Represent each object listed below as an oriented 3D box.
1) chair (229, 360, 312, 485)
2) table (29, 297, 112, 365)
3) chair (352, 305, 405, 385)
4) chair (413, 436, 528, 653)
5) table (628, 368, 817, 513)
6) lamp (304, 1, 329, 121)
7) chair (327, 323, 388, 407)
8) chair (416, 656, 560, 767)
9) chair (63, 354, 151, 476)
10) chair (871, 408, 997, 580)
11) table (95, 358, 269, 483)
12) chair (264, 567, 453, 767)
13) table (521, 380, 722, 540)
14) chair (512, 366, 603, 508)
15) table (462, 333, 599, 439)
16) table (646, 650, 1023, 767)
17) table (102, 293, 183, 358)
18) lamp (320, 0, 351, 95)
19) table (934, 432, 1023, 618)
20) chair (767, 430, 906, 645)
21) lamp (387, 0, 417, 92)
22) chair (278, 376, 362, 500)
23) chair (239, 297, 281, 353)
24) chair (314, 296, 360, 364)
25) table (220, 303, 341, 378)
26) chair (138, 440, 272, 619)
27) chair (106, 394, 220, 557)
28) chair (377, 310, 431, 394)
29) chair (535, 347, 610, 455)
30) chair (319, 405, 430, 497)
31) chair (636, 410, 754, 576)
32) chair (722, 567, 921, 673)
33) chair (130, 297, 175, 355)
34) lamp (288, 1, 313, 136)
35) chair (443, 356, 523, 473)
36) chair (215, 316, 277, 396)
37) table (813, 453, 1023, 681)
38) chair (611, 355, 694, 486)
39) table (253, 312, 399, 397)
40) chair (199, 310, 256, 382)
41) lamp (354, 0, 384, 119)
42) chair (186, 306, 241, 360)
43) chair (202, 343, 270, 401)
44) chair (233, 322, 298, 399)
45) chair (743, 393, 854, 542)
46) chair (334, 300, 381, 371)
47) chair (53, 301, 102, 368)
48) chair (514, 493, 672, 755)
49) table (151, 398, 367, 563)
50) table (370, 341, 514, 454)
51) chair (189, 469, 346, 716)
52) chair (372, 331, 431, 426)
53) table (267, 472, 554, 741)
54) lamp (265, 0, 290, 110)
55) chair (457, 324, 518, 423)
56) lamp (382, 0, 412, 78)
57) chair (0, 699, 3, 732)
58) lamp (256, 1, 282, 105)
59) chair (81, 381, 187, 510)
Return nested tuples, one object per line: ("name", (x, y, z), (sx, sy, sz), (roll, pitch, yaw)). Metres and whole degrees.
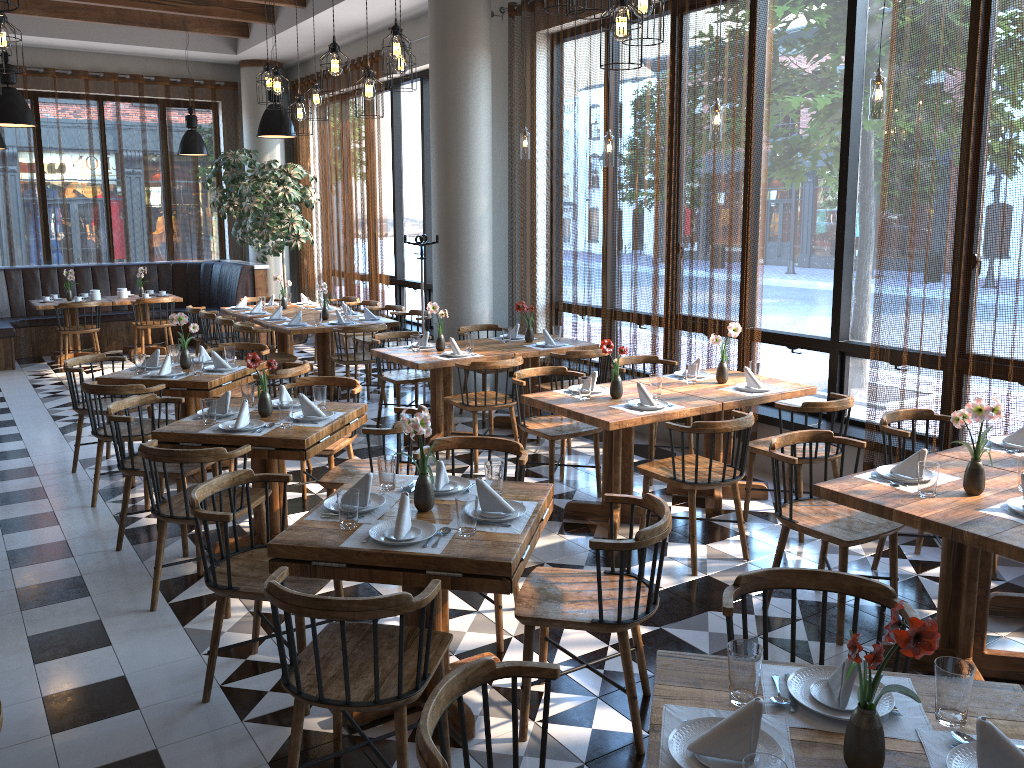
("chair", (-1.707, 0.261, 6.288), (0.550, 0.812, 0.523), (2, 10, 12))
("table", (-5.602, -0.677, 11.288), (0.852, 0.759, 0.854), (-7, 12, -33))
("chair", (-1.471, -0.451, 9.923), (0.551, 0.812, 0.522), (-6, 11, -33))
("chair", (-0.199, 0.700, 4.016), (0.519, 0.812, 0.553), (2, 10, 12))
("table", (1.356, 0.370, 5.815), (0.852, 0.759, 0.854), (-7, 12, -33))
("lamp", (-1.546, -3.108, 6.861), (0.175, 2.057, 0.176), (1, 9, 9))
("chair", (-1.486, -0.186, 8.568), (0.520, 0.812, 0.552), (-6, 11, -33))
("chair", (0.076, 1.102, 1.959), (0.550, 0.812, 0.523), (2, 10, 12))
("chair", (-2.969, 0.214, 6.548), (0.550, 0.812, 0.523), (2, 10, 12))
("chair", (2.178, 0.585, 4.564), (0.520, 0.812, 0.552), (-6, 11, -33))
("table", (-2.336, 0.265, 6.413), (0.864, 0.759, 0.870), (2, 10, 12))
("chair", (-0.461, 0.945, 2.769), (0.519, 0.812, 0.553), (2, 10, 12))
("table", (0.640, 0.463, 5.351), (0.852, 0.759, 0.854), (-7, 12, -33))
("chair", (0.289, 0.332, 5.889), (0.520, 0.812, 0.552), (-6, 11, -33))
("table", (0.148, 0.018, 7.635), (0.852, 0.759, 0.854), (-7, 12, -33))
("table", (0.703, 1.151, 1.834), (0.864, 0.759, 0.870), (2, 10, 12))
("table", (-4.889, -0.770, 11.751), (0.852, 0.759, 0.854), (-7, 12, -33))
("lamp", (-1.084, -2.800, 5.281), (0.175, 2.057, 0.175), (8, 12, 42))
("table", (2.539, 0.714, 4.033), (0.852, 0.759, 0.854), (-7, 12, -33))
("chair", (1.472, 0.677, 4.106), (0.520, 0.812, 0.552), (-6, 11, -33))
("lamp", (-0.703, -2.884, 5.480), (0.175, 2.057, 0.176), (-4, 10, -25))
("chair", (-1.219, 0.403, 5.554), (0.519, 0.812, 0.553), (2, 10, 12))
("chair", (-3.070, -0.648, 10.956), (0.520, 0.812, 0.552), (-6, 11, -33))
("chair", (-2.154, -0.651, 10.953), (0.551, 0.812, 0.522), (-6, 11, -33))
("table", (-2.632, -0.493, 10.292), (1.218, 0.759, 1.220), (-6, 12, -29))
("chair", (-1.482, 0.648, 4.306), (0.519, 0.812, 0.553), (2, 10, 12))
("chair", (-1.982, 0.502, 5.060), (0.550, 0.812, 0.523), (2, 10, 12))
("chair", (-1.135, -0.354, 9.418), (0.551, 0.812, 0.522), (-6, 11, -33))
("chair", (0.503, 0.097, 7.087), (0.520, 0.812, 0.552), (-6, 11, -33))
("chair", (-0.719, 0.548, 4.800), (0.550, 0.812, 0.523), (2, 10, 12))
("chair", (1.005, 0.541, 4.809), (0.520, 0.812, 0.552), (-6, 11, -33))
("chair", (0.838, 1.002, 2.453), (0.519, 0.812, 0.553), (2, 10, 12))
("chair", (-4.543, -0.698, 11.239), (0.520, 0.812, 0.552), (-6, 11, -33))
("lamp", (-1.631, -2.939, 6.679), (0.175, 2.057, 0.175), (8, 12, 42))
("chair", (-0.203, 0.189, 6.629), (0.520, 0.812, 0.552), (-6, 11, -33))
("chair", (-2.741, -0.289, 9.115), (0.551, 0.812, 0.522), (-6, 11, -33))
("table", (1.823, 0.808, 3.569), (0.852, 0.759, 0.854), (-7, 12, -33))
("chair", (0.995, 0.240, 6.346), (0.520, 0.812, 0.552), (-6, 11, -33))
("table", (-1.941, -0.291, 9.250), (1.218, 0.759, 1.220), (-6, 12, -29))
("chair", (-3.098, -0.393, 9.653), (0.551, 0.812, 0.522), (-6, 11, -33))
("lamp", (-0.900, -2.696, 5.424), (0.175, 2.057, 0.176), (-2, 9, -14))
("chair", (-3.414, -0.485, 10.129), (0.551, 0.812, 0.522), (-6, 11, -33))
("chair", (-2.207, 0.115, 7.042), (0.519, 0.812, 0.553), (2, 10, 12))
("chair", (-2.396, -0.188, 8.594), (0.551, 0.812, 0.522), (-6, 11, -33))
("chair", (1.711, 0.449, 5.266), (0.520, 0.812, 0.552), (-6, 11, -33))
("chair", (-1.828, -0.555, 10.461), (0.551, 0.812, 0.522), (-6, 11, -33))
("chair", (-5.261, -0.605, 10.774), (0.520, 0.812, 0.552), (-6, 11, -33))
("chair", (0.301, 0.846, 3.263), (0.550, 0.812, 0.523), (2, 10, 12))
("table", (-1.349, 0.553, 4.925), (0.864, 0.759, 0.870), (2, 10, 12))
("table", (-0.568, 0.111, 7.171), (0.852, 0.759, 0.854), (-7, 12, -33))
("chair", (-0.961, 0.799, 3.523), (0.550, 0.812, 0.523), (2, 10, 12))
("chair", (-0.919, -0.020, 7.709), (0.520, 0.812, 0.552), (-6, 11, -33))
("table", (-0.329, 0.850, 3.388), (0.864, 0.759, 0.870), (2, 10, 12))
("lamp", (-1.752, -3.075, 6.476), (0.175, 2.057, 0.176), (5, 10, 31))
("chair", (-0.213, -0.112, 8.166), (0.520, 0.812, 0.552), (-6, 11, -33))
("lamp", (-0.706, -2.900, 5.266), (0.175, 2.057, 0.176), (-2, 9, -14))
("chair", (-1.377, 1.118, 1.901), (0.551, 0.812, 0.522), (-6, 11, -33))
("lamp", (-1.863, -3.165, 6.642), (0.175, 2.057, 0.175), (8, 12, 42))
("chair", (-2.469, 0.360, 5.794), (0.519, 0.812, 0.553), (2, 10, 12))
